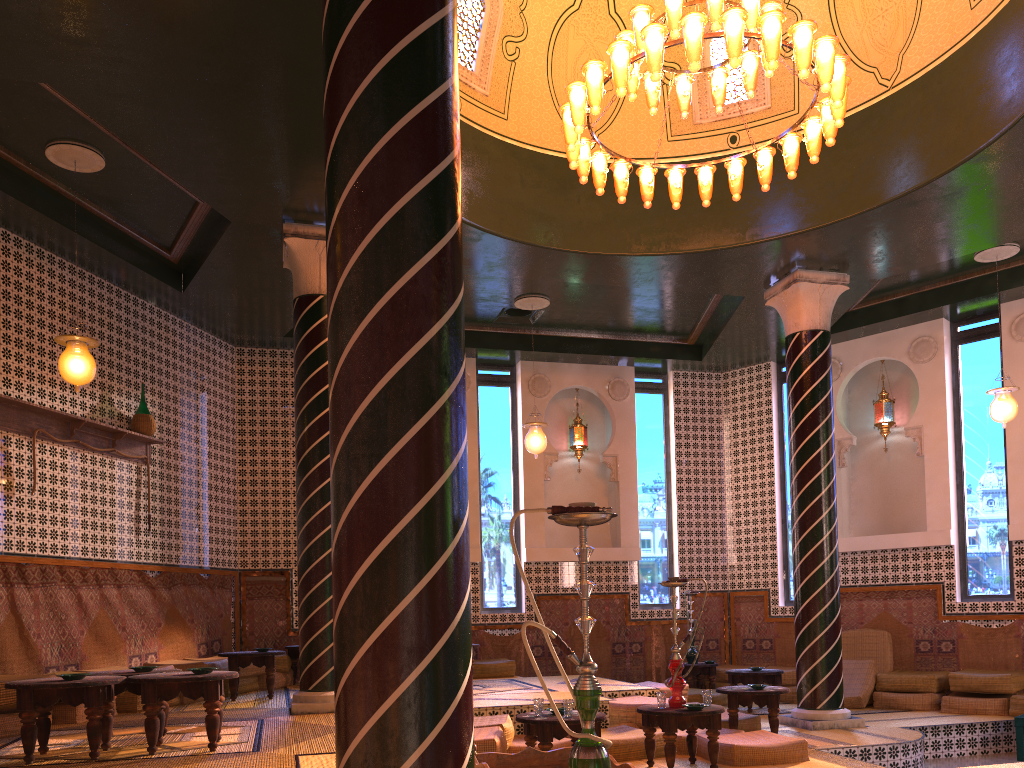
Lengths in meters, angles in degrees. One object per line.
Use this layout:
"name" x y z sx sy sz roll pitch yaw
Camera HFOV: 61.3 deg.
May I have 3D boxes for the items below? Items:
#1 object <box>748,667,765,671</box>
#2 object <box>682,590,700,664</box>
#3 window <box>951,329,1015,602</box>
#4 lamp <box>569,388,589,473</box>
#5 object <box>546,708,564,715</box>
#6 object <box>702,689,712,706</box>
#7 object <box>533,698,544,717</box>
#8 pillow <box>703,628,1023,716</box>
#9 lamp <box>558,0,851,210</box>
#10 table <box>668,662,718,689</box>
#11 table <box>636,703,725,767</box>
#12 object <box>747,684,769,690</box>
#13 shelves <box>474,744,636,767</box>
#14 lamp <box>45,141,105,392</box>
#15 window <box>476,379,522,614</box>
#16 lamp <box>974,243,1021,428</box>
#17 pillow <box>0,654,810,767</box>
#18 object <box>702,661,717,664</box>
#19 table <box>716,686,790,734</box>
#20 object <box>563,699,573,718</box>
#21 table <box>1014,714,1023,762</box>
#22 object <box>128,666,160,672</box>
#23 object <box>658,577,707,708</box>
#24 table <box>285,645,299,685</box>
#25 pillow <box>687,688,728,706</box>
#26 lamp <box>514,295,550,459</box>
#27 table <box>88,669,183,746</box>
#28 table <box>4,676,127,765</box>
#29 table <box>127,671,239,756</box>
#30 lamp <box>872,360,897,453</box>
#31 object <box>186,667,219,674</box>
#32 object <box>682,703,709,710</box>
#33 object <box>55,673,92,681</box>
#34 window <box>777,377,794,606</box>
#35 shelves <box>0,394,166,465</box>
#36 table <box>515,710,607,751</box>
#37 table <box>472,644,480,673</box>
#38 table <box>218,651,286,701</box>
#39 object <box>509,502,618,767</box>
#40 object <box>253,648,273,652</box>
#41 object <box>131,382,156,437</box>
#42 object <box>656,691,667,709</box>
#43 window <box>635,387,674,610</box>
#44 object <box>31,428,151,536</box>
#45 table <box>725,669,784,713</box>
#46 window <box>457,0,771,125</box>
"object" 3.614 4.213 12.755 0.250 0.045 0.259 -1 -14 0
"object" 3.035 4.125 14.660 0.301 1.243 0.467 -2 -3 21
"window" 7.020 1.238 12.837 0.780 3.965 0.091 -4 -3 45
"lamp" 1.170 0.810 15.250 0.361 1.551 0.326 -2 -2 18
"object" 0.438 3.034 7.991 0.253 0.045 0.256 -9 -16 29
"object" 1.886 3.030 8.337 0.092 0.161 0.093 2 -6 -38
"object" 0.243 2.945 7.859 0.093 0.161 0.093 -5 -6 32
"pillow" 5.460 4.342 13.151 1.420 1.179 5.854 8 -17 -44
"lamp" 1.602 -4.345 7.630 2.469 4.564 2.515 -1 -5 -8
"table" 3.086 5.050 14.671 0.838 0.581 0.864 0 -11 -6
"table" 1.621 3.395 8.270 0.850 0.581 0.851 -10 -14 38
"object" 2.845 3.506 9.985 0.252 0.045 0.257 7 -17 -29
"shelves" 0.242 2.297 3.833 0.746 1.274 1.215 0 -8 -14
"lamp" -4.191 -1.066 8.312 0.519 2.298 0.524 0 -3 -27
"window" -0.258 1.923 14.760 0.774 3.965 0.092 -1 -2 -15
"lamp" 6.313 -0.574 11.165 0.519 2.298 0.524 0 -3 -27
"pillow" -1.661 3.397 9.004 10.038 1.248 10.237 2 -15 -14
"object" 3.338 4.701 14.583 0.250 0.045 0.259 -1 -14 0
"table" 2.810 3.846 10.058 0.842 0.581 0.859 -5 -11 20
"object" 0.503 2.903 7.724 0.092 0.161 0.093 2 -6 -38
"table" 7.247 4.314 10.305 0.863 0.606 2.035 9 -17 -44
"object" -3.157 2.448 7.404 0.252 0.045 0.257 7 -17 -29
"object" 1.653 2.480 8.302 0.463 1.242 0.303 -1 -2 1
"table" -3.018 4.272 13.124 0.838 0.581 0.863 -2 -11 3
"pillow" 2.866 5.015 13.743 0.987 0.274 0.966 12 -19 -43
"lamp" 0.321 -0.060 12.555 0.519 2.298 0.524 0 -3 -27
"table" -3.280 2.776 7.436 0.844 0.581 0.858 -6 -12 24
"table" -3.396 2.560 6.606 0.844 0.581 0.858 -6 -12 24
"table" -2.616 2.618 6.896 0.844 0.581 0.858 -6 -12 24
"lamp" 5.998 0.340 13.917 0.361 1.551 0.327 1 -3 -42
"object" -2.489 2.311 6.946 0.250 0.045 0.259 -1 -14 0
"object" 1.714 3.024 8.072 0.253 0.045 0.256 -9 -16 29
"object" -3.344 2.238 6.589 0.253 0.045 0.256 -9 -16 29
"window" 4.994 1.818 14.851 0.780 3.965 0.091 -4 -3 45
"shelves" -5.265 0.344 9.279 0.256 0.335 4.611 -3 -15 14
"table" 0.455 3.326 7.896 0.840 0.581 0.861 3 -12 -24
"table" -0.850 3.877 11.836 0.838 0.581 0.864 -1 -11 -3
"table" -3.339 3.749 11.106 0.838 0.581 0.864 0 -11 -10
"object" 0.234 1.132 3.659 0.463 1.243 0.302 -1 -2 -8
"object" -3.212 3.429 11.123 0.250 0.045 0.259 -1 -14 0
"object" -4.769 0.331 11.161 0.303 0.715 0.303 -3 -4 26
"object" 1.423 3.009 8.211 0.092 0.161 0.094 0 -5 -13
"window" 2.500 2.053 15.509 0.774 3.965 0.092 -1 -2 -15
"object" -5.018 1.232 10.422 0.060 1.027 2.036 -2 -12 14
"table" 3.602 4.548 12.800 0.850 0.581 0.851 -10 -14 38
"window" 1.657 -4.364 7.781 5.775 1.146 5.645 -7 -15 20
